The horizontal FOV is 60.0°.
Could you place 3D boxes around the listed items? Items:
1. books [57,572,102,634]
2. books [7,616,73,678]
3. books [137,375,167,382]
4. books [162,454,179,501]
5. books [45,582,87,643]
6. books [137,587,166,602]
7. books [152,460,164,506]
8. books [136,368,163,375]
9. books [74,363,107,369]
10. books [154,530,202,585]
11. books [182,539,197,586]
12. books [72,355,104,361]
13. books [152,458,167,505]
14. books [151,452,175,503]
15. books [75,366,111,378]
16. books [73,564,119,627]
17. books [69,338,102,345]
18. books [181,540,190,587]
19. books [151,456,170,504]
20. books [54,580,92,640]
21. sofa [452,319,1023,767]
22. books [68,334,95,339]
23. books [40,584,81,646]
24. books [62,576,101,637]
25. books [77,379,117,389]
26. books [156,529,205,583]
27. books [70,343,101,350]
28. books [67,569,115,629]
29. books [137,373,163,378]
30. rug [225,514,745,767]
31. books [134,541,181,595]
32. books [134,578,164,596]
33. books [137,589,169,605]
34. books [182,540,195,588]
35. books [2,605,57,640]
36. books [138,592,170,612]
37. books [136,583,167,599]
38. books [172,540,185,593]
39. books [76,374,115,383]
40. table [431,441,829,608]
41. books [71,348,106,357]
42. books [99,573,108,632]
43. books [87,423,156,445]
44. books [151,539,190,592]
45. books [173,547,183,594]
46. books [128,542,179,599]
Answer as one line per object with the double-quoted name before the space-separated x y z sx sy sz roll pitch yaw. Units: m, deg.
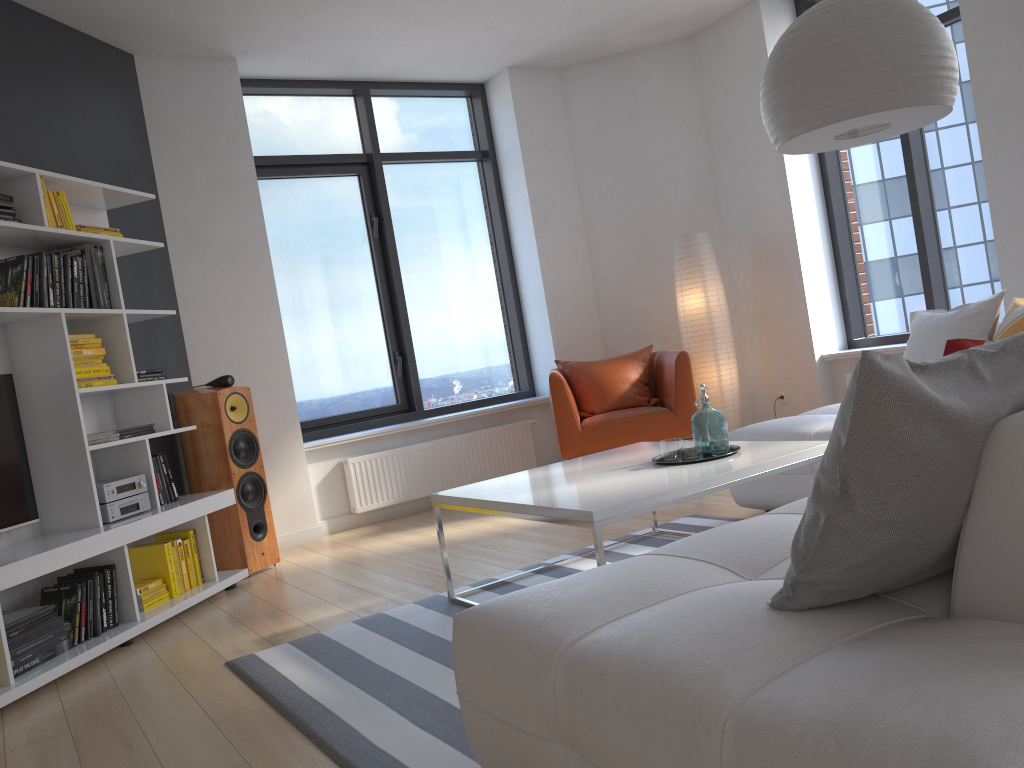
"books" -1.805 0.923 3.703 0.192 0.254 0.075 -9 2 13
"books" -1.901 1.007 3.371 0.277 0.137 0.343 -9 2 9
"books" -1.838 -0.013 4.372 0.161 0.023 0.213 -9 2 17
"books" -1.765 0.476 4.396 0.177 0.242 0.066 -9 2 14
"books" -1.824 0.940 3.617 0.187 0.234 0.096 -9 2 14
"books" -1.681 0.966 4.053 0.113 0.018 0.169 -9 2 15
"books" -1.800 0.487 4.297 0.189 0.240 0.053 -9 2 14
"books" -1.861 -0.048 4.376 0.161 0.023 0.213 -9 2 17
"books" -2.006 -0.066 4.027 0.189 0.014 0.251 -9 2 17
"books" -1.646 0.866 4.378 0.204 0.270 0.029 -9 2 14
"books" -1.644 0.885 4.349 0.172 0.234 0.024 -9 2 14
"books" -2.009 -0.103 4.028 0.171 0.019 0.239 -9 2 14
"books" -1.788 0.485 4.318 0.170 0.236 0.049 -9 2 14
"books" -1.781 0.473 4.368 0.193 0.255 0.066 -9 2 14
"books" -1.987 -0.040 4.027 0.189 0.042 0.243 -9 2 14
"books" -1.782 0.913 3.798 0.197 0.260 0.066 -9 2 14
"books" -2.016 -0.181 4.036 0.163 0.023 0.223 -9 2 18
"books" -1.656 0.886 4.300 0.169 0.239 0.023 -9 2 14
"books" -1.776 0.479 4.338 0.169 0.242 0.050 -9 2 13
"books" -1.803 0.935 3.644 0.169 0.233 0.081 -9 2 13
"sofa" 1.259 0.274 2.835 3.424 0.732 2.614 -11 2 -31
"books" -2.043 -0.200 4.032 0.163 0.023 0.223 -9 2 18
"books" -1.827 0.940 3.583 0.182 0.234 0.104 -9 2 14
"books" -1.784 0.928 3.674 0.172 0.242 0.069 -9 2 15
"books" -1.965 0.016 4.027 0.194 0.028 0.257 -9 2 19
"books" -1.648 0.866 4.406 0.213 0.270 0.025 -9 2 14
"books" -2.017 -0.157 4.030 0.160 0.022 0.227 -9 2 30
"books" -1.788 0.920 3.765 0.191 0.249 0.084 -9 2 14
"books" -1.844 -0.032 4.371 0.142 0.015 0.198 -9 2 12
"rug" 0.352 0.781 3.123 2.326 0.016 1.662 -11 2 -31
"books" -1.683 0.883 4.208 0.199 0.263 0.015 -9 2 14
"books" -1.713 0.935 4.061 0.138 0.026 0.186 -9 2 14
"books" -1.697 0.982 4.063 0.148 0.011 0.196 -9 2 14
"books" -1.647 0.886 4.323 0.172 0.234 0.024 -9 2 14
"books" -1.939 0.920 3.367 0.250 0.047 0.310 -9 2 9
"books" -1.689 1.004 4.062 0.147 0.033 0.190 -9 2 14
"books" -1.697 0.952 4.062 0.134 0.014 0.187 -9 2 14
"books" -1.670 0.884 4.245 0.180 0.251 0.019 -9 2 14
"books" -1.978 -0.008 4.025 0.203 0.024 0.257 -9 2 17
"table" 0.451 0.533 3.341 1.091 0.435 1.091 -11 2 -31
"books" -2.009 -0.130 4.036 0.176 0.033 0.239 -9 2 17
"books" -1.791 0.927 3.728 0.179 0.243 0.068 -9 2 13
"books" -1.887 0.242 4.204 0.250 0.047 0.310 -9 2 9
"books" -1.662 0.882 4.271 0.185 0.250 0.035 -9 2 14
"books" -1.656 0.895 4.221 0.156 0.229 0.024 -9 2 14
"books" -1.687 0.887 4.178 0.198 0.255 0.044 -9 2 14
